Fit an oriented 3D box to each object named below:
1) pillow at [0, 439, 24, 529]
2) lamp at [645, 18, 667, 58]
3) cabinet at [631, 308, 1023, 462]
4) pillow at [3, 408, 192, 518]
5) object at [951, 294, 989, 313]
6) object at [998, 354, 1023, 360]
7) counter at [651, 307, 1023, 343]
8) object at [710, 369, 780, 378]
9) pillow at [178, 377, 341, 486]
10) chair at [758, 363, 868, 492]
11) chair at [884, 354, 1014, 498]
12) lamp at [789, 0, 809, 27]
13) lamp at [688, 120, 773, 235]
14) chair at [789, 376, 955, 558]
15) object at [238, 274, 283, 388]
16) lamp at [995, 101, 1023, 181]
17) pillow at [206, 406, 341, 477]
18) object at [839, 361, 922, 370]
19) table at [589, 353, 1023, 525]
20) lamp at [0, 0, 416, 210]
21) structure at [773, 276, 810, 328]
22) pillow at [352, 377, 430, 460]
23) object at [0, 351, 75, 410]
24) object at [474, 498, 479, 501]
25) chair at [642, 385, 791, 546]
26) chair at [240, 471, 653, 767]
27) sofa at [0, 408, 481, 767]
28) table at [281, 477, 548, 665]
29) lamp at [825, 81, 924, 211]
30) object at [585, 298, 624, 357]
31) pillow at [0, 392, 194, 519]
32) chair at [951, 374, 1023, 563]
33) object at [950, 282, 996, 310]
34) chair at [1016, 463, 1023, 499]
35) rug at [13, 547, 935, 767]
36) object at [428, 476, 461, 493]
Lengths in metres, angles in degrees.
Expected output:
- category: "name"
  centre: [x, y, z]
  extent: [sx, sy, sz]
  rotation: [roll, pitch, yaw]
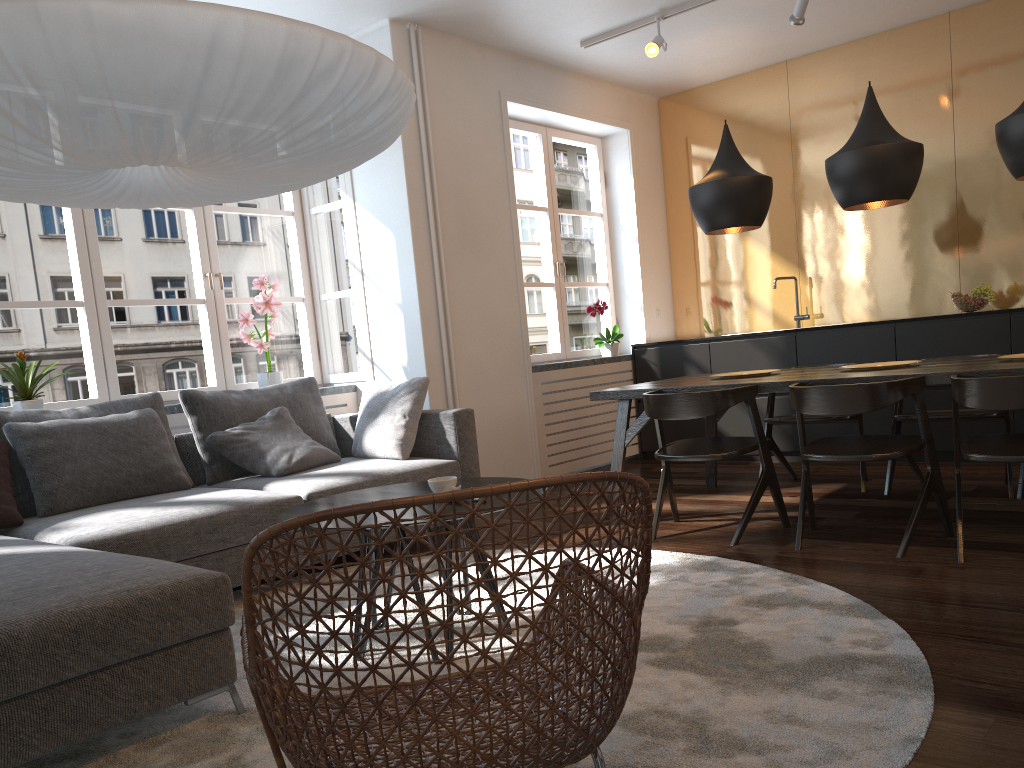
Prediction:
- category: "pillow"
  centre: [-2.144, 0.376, 3.366]
  extent: [0.311, 0.406, 0.517]
  rotation: [-1, 5, 42]
- category: "lamp"
  centre: [0.833, -1.996, 5.126]
  extent: [0.085, 0.241, 0.249]
  rotation: [-2, 5, 27]
- category: "cabinet"
  centre: [3.097, -0.009, 5.334]
  extent: [5.069, 0.906, 0.727]
  rotation: [-4, 5, 40]
- category: "pillow"
  centre: [-1.777, 0.325, 3.834]
  extent: [0.292, 0.400, 0.662]
  rotation: [-1, 5, 40]
- category: "object"
  centre: [2.781, -0.483, 5.358]
  extent: [0.218, 0.097, 0.217]
  rotation: [-6, 3, -2]
- category: "object"
  centre: [2.207, -0.117, 3.650]
  extent: [0.356, 0.017, 0.353]
  rotation: [-4, 3, 44]
- category: "counter"
  centre: [3.054, -0.457, 5.286]
  extent: [5.066, 0.002, 0.727]
  rotation: [-4, 3, 40]
- category: "object"
  centre: [1.191, -0.049, 4.516]
  extent: [0.356, 0.017, 0.353]
  rotation: [-4, 3, 44]
- category: "pillow"
  centre: [-1.284, 0.226, 4.616]
  extent: [0.275, 0.480, 0.831]
  rotation: [-1, 5, 41]
- category: "chair"
  centre: [1.721, 0.241, 4.983]
  extent: [0.594, 0.676, 0.516]
  rotation: [-2, 6, 37]
- category: "chair"
  centre: [2.244, 0.207, 4.501]
  extent: [0.594, 0.676, 0.516]
  rotation: [-2, 6, 39]
- category: "lamp"
  centre: [1.552, -2.051, 4.698]
  extent: [0.085, 0.240, 0.250]
  rotation: [-6, 4, -9]
- category: "lamp"
  centre: [1.083, -1.039, 4.410]
  extent: [0.410, 0.545, 0.409]
  rotation: [-7, 5, -16]
- category: "chair"
  centre: [1.413, 0.318, 3.601]
  extent: [0.593, 0.676, 0.516]
  rotation: [-2, 6, 41]
- category: "object"
  centre: [-1.449, -0.288, 5.152]
  extent: [0.298, 0.695, 0.199]
  rotation: [-3, 6, 19]
- category: "lamp"
  centre: [2.146, -1.110, 3.504]
  extent: [0.411, 0.545, 0.408]
  rotation: [-6, 5, -2]
- category: "pillow"
  centre: [-1.173, 0.283, 4.376]
  extent: [0.445, 0.323, 0.488]
  rotation: [-4, 4, 22]
- category: "object"
  centre: [1.699, -0.083, 4.083]
  extent: [0.356, 0.017, 0.353]
  rotation: [-5, 2, 21]
- category: "table"
  centre: [1.721, 0.267, 4.082]
  extent: [2.503, 0.684, 1.099]
  rotation: [-4, 4, 40]
- category: "lamp"
  centre: [-0.982, -0.635, 2.354]
  extent: [1.467, 0.211, 1.464]
  rotation: [-6, 2, -13]
- category: "structure"
  centre: [1.994, -0.574, 6.301]
  extent: [0.264, 0.388, 0.109]
  rotation: [-9, 7, -33]
- category: "pillow"
  centre: [-0.672, 0.185, 4.626]
  extent: [0.494, 0.417, 0.284]
  rotation: [-2, 6, 39]
- category: "object"
  centre: [-2.265, 0.006, 4.177]
  extent: [0.323, 0.330, 0.373]
  rotation: [-4, 4, 16]
- category: "object"
  centre: [-0.091, 0.344, 2.761]
  extent: [0.025, 0.016, 0.162]
  rotation: [-5, 2, 15]
- category: "chair"
  centre: [0.890, 0.353, 4.040]
  extent: [0.594, 0.676, 0.516]
  rotation: [-2, 6, 39]
- category: "chair"
  centre: [-0.124, 0.502, 1.643]
  extent: [0.716, 0.714, 0.683]
  rotation: [-7, 4, -17]
- category: "sofa"
  centre: [-1.149, 0.570, 3.440]
  extent: [2.042, 0.676, 3.047]
  rotation: [-3, 3, 41]
- category: "table"
  centre: [-0.286, 0.605, 2.863]
  extent: [0.848, 0.476, 0.841]
  rotation: [-3, 4, 43]
- category: "lamp"
  centre: [1.614, -1.075, 3.957]
  extent: [0.411, 0.545, 0.407]
  rotation: [-4, 5, 17]
- category: "object"
  centre: [0.698, -0.419, 6.549]
  extent: [0.230, 0.440, 0.403]
  rotation: [-4, 5, 17]
- category: "pillow"
  centre: [-1.879, 0.305, 3.935]
  extent: [0.277, 0.478, 0.833]
  rotation: [-1, 5, 41]
- category: "chair"
  centre: [1.879, 0.287, 3.204]
  extent: [0.594, 0.676, 0.516]
  rotation: [-2, 6, 39]
- category: "object"
  centre: [2.777, -0.520, 5.336]
  extent: [0.240, 0.174, 0.176]
  rotation: [-4, 4, 25]
- category: "chair"
  centre: [2.707, 0.176, 4.106]
  extent: [0.594, 0.676, 0.516]
  rotation: [-2, 6, 40]
- category: "rug"
  centre: [-0.273, 0.843, 2.728]
  extent: [2.842, 0.012, 2.817]
  rotation: [-5, 2, 20]
- category: "object"
  centre: [-0.199, 0.328, 2.732]
  extent: [0.091, 0.069, 0.139]
  rotation: [-8, 4, -38]
